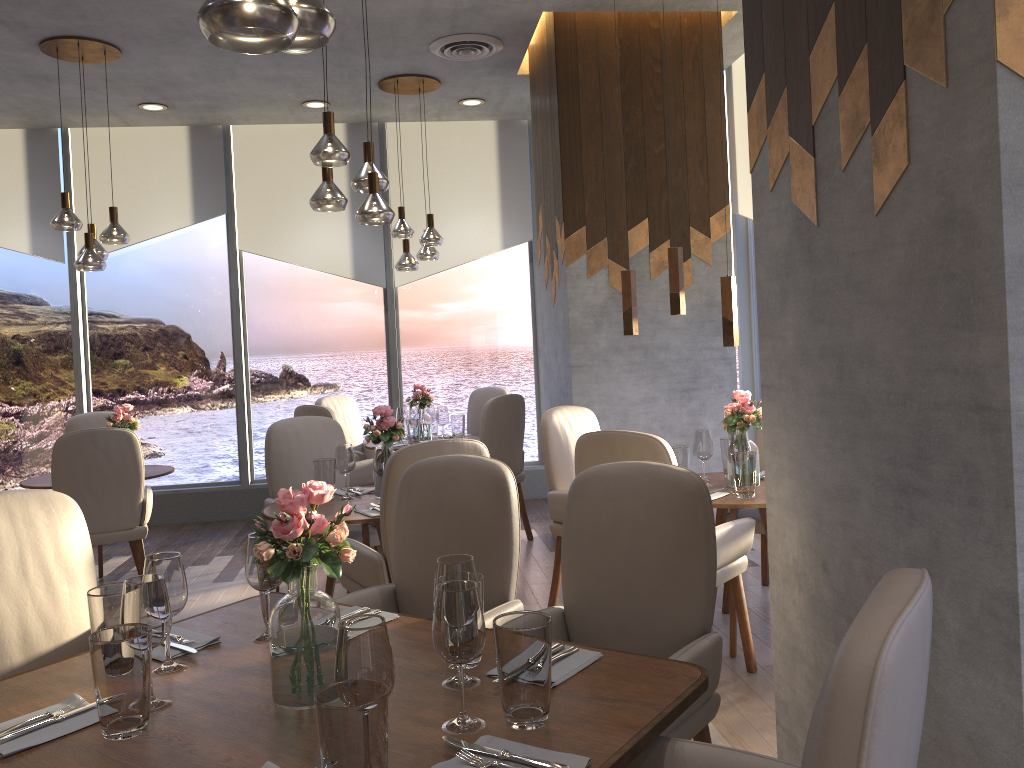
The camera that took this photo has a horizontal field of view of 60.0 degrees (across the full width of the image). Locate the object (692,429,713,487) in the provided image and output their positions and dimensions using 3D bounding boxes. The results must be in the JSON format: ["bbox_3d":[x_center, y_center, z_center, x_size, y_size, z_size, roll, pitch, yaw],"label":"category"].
[{"bbox_3d":[0.832,0.323,3.860,0.092,0.244,0.092,-3,1,-33],"label":"object"}]

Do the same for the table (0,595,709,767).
[{"bbox_3d":[-0.387,0.930,1.709,1.306,0.665,0.966,-1,2,34],"label":"table"}]

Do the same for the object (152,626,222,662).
[{"bbox_3d":[-0.778,0.592,2.035,0.255,0.019,0.157,-1,3,38],"label":"object"}]

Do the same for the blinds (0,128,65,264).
[{"bbox_3d":[-4.194,-2.259,6.951,1.173,2.680,0.007,-3,1,-7],"label":"blinds"}]

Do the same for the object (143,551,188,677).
[{"bbox_3d":[-0.732,0.484,1.876,0.092,0.244,0.092,-3,1,-4],"label":"object"}]

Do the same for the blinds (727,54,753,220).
[{"bbox_3d":[1.621,-2.189,5.789,0.007,2.680,1.174,-3,1,-7],"label":"blinds"}]

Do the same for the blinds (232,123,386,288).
[{"bbox_3d":[-1.690,-2.098,7.260,1.173,2.680,0.007,-3,1,-7],"label":"blinds"}]

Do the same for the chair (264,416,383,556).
[{"bbox_3d":[-0.926,0.671,4.378,0.528,1.000,0.599,-3,1,-31],"label":"chair"}]

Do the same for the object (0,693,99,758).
[{"bbox_3d":[-0.842,0.613,1.627,0.157,0.019,0.255,-1,3,37],"label":"object"}]

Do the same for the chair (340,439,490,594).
[{"bbox_3d":[-0.362,0.689,3.363,0.528,1.000,0.599,-3,1,-30],"label":"chair"}]

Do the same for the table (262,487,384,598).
[{"bbox_3d":[-0.647,0.847,3.885,0.834,0.662,0.833,-4,2,-33],"label":"table"}]

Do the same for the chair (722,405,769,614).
[{"bbox_3d":[1.323,0.566,4.294,0.528,1.000,0.600,-2,1,36],"label":"chair"}]

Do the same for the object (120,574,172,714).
[{"bbox_3d":[-0.691,0.490,1.680,0.092,0.244,0.092,-3,1,-11],"label":"object"}]

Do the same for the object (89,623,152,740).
[{"bbox_3d":[-0.689,0.528,1.571,0.102,0.178,0.102,-3,1,-17],"label":"object"}]

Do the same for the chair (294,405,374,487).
[{"bbox_3d":[-1.083,0.612,5.865,0.528,1.000,0.600,-2,1,40],"label":"chair"}]

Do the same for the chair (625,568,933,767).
[{"bbox_3d":[0.285,0.751,1.259,0.599,1.000,0.529,-2,1,31],"label":"chair"}]

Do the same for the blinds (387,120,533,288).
[{"bbox_3d":[-0.453,-2.164,7.411,1.173,2.680,0.007,-3,1,-7],"label":"blinds"}]

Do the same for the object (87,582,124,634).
[{"bbox_3d":[-0.840,0.522,1.878,0.102,0.178,0.102,-3,1,-26],"label":"object"}]

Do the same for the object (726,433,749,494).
[{"bbox_3d":[0.935,0.326,3.662,0.092,0.244,0.092,-2,1,42],"label":"object"}]

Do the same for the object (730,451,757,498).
[{"bbox_3d":[0.932,0.364,3.554,0.102,0.178,0.102,-3,1,-4],"label":"object"}]

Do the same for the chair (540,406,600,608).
[{"bbox_3d":[0.483,0.608,4.260,0.599,1.000,0.529,-2,2,43],"label":"chair"}]

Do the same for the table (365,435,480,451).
[{"bbox_3d":[-0.605,0.737,6.297,0.834,0.662,0.834,-3,2,-20],"label":"table"}]

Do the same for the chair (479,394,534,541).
[{"bbox_3d":[-0.220,0.568,5.928,0.599,1.000,0.529,-2,1,37],"label":"chair"}]

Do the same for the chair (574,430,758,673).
[{"bbox_3d":[0.573,0.644,3.363,0.528,1.000,0.600,-2,1,40],"label":"chair"}]

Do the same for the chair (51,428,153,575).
[{"bbox_3d":[-2.203,0.716,4.753,0.528,1.000,0.599,-3,1,-26],"label":"chair"}]

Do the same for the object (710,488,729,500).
[{"bbox_3d":[0.782,0.449,3.617,0.157,0.019,0.255,-1,3,40],"label":"object"}]

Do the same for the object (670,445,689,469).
[{"bbox_3d":[0.724,0.361,3.862,0.102,0.178,0.102,-3,1,-26],"label":"object"}]

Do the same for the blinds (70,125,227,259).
[{"bbox_3d":[-2.942,-2.327,7.105,1.173,2.680,0.007,-3,1,-7],"label":"blinds"}]

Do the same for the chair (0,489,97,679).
[{"bbox_3d":[-1.102,0.779,2.159,0.599,1.000,0.529,-2,1,36],"label":"chair"}]

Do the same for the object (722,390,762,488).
[{"bbox_3d":[0.996,0.232,3.804,0.198,0.415,0.210,-3,1,6],"label":"object"}]

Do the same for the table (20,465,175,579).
[{"bbox_3d":[-2.437,0.872,5.276,0.833,0.662,0.835,-1,2,43],"label":"table"}]

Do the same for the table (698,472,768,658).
[{"bbox_3d":[0.992,0.771,3.813,0.833,0.662,0.835,-2,2,13],"label":"table"}]

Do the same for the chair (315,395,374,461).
[{"bbox_3d":[-1.133,0.580,6.645,0.599,1.000,0.529,-2,1,36],"label":"chair"}]

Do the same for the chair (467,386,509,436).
[{"bbox_3d":[-0.314,0.536,6.733,0.528,1.000,0.600,-2,2,41],"label":"chair"}]

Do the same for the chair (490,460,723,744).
[{"bbox_3d":[0.196,0.718,2.095,0.528,1.000,0.600,-2,1,36],"label":"chair"}]

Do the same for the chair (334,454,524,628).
[{"bbox_3d":[-0.271,0.727,2.413,0.528,1.000,0.600,-2,1,31],"label":"chair"}]

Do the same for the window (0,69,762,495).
[{"bbox_3d":[-0.946,-0.686,4.576,16.113,3.197,8.070,-1,3,38],"label":"window"}]

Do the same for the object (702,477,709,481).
[{"bbox_3d":[0.785,0.430,4.019,0.255,0.019,0.157,-1,3,37],"label":"object"}]

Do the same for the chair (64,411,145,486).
[{"bbox_3d":[-2.688,0.693,5.808,0.528,1.000,0.599,-3,1,-26],"label":"chair"}]
